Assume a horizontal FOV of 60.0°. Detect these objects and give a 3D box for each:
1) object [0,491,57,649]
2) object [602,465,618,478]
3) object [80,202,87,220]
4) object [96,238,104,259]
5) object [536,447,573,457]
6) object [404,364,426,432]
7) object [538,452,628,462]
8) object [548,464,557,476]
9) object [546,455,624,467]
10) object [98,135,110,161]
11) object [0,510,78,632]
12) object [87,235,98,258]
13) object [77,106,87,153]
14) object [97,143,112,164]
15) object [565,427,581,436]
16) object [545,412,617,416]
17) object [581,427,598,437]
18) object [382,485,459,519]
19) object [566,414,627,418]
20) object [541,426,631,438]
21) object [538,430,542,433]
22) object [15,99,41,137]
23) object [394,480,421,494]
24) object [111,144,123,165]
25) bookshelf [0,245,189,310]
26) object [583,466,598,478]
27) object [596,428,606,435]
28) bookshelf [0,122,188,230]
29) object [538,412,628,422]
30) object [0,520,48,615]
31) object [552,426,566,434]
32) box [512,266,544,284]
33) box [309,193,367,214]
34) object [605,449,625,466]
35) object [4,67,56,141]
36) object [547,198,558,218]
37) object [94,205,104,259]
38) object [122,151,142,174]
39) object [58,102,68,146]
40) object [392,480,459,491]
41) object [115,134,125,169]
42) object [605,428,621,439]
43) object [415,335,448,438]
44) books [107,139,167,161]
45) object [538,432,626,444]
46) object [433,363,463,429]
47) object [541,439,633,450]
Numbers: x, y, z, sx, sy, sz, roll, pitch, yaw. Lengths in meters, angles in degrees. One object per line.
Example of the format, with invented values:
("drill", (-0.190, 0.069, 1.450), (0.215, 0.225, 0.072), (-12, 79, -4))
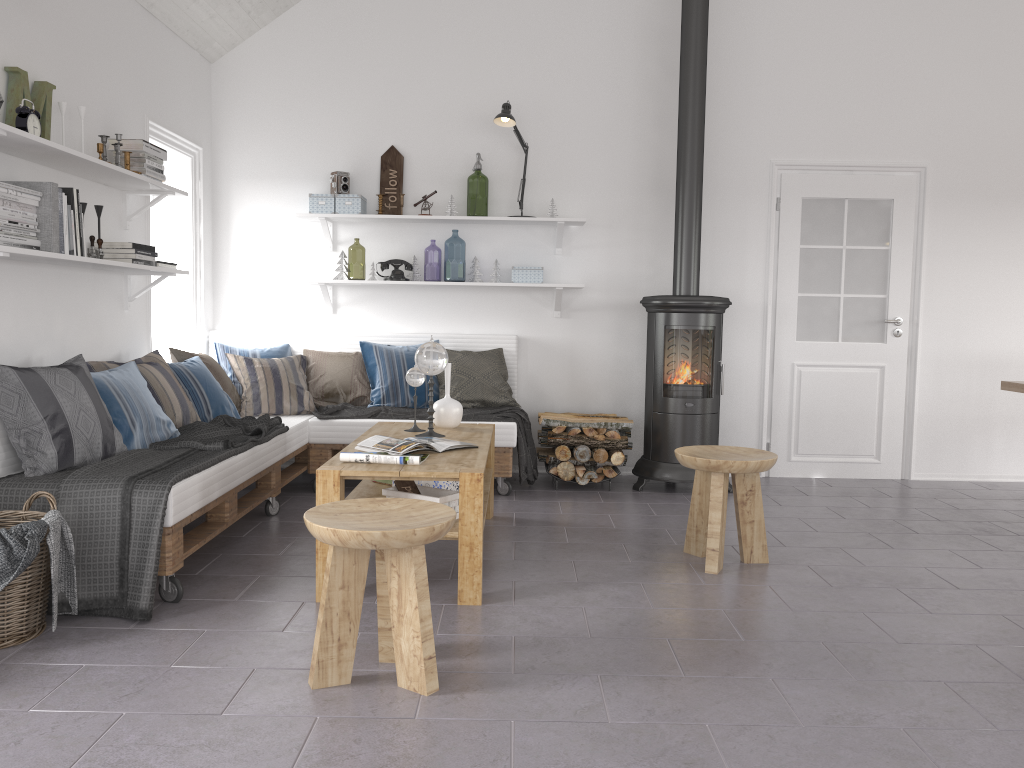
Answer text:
("object", (-1.654, 0.588, 2.813), (0.393, 0.432, 0.393), (0, 5, -13))
("object", (0.591, 0.522, 5.559), (0.096, 0.060, 0.467), (1, 4, 0))
("object", (-1.895, -0.669, 3.916), (0.085, 0.259, 0.085), (-2, 5, -31))
("object", (-1.798, -0.584, 3.871), (0.032, 0.102, 0.058), (1, 4, -5))
("object", (0.440, 0.453, 5.726), (0.569, 0.078, 0.115), (1, 4, 1))
("object", (-0.465, 0.062, 4.272), (0.109, 0.329, 0.109), (-2, 5, -31))
("object", (0.446, 0.459, 5.619), (0.562, 0.063, 0.095), (1, 4, 1))
("object", (0.249, 0.503, 5.612), (0.052, 0.056, 0.561), (1, 4, 0))
("object", (0.444, 0.473, 5.431), (0.468, 0.069, 0.095), (1, 4, 0))
("object", (-1.804, -1.029, 3.925), (0.055, 0.153, 0.055), (-1, 5, -22))
("object", (-1.611, 0.600, 2.820), (0.349, 0.356, 0.290), (1, 4, -6))
("object", (-1.846, -0.595, 3.901), (0.032, 0.117, 0.058), (2, 4, 11))
("object", (-1.874, -1.078, 3.870), (0.084, 0.256, 0.084), (-2, 5, -31))
("object", (-1.756, -0.983, 3.784), (0.088, 0.085, 0.088), (3, 5, 23))
("object", (0.379, 0.267, 5.541), (0.098, 0.060, 0.467), (1, 4, 3))
("object", (0.443, 0.214, 5.682), (0.467, 0.063, 0.095), (1, 4, 0))
("object", (0.469, 0.268, 5.541), (0.096, 0.068, 0.467), (1, 4, 0))
("object", (-0.345, 0.461, 3.425), (0.281, 0.102, 0.155), (4, 5, 33))
("object", (0.451, 0.220, 5.598), (0.541, 0.070, 0.101), (1, 4, 1))
("object", (0.467, 0.299, 5.600), (0.562, 0.057, 0.097), (1, 4, 0))
("object", (0.432, 0.337, 5.622), (0.539, 0.070, 0.101), (1, 4, 1))
("object", (-1.827, -0.990, 3.349), (0.050, 0.165, 0.120), (1, 4, 0))
("object", (-0.394, 0.436, 3.467), (0.090, 0.139, 0.182), (-2, 5, -35))
("object", (-1.835, -1.044, 4.124), (0.055, 0.153, 0.055), (-2, 5, -32))
("bookshelf", (-1.852, -0.425, 3.802), (0.269, 0.212, 1.820), (1, 4, 0))
("object", (0.472, 0.512, 5.561), (0.097, 0.056, 0.562), (1, 4, 0))
("object", (0.542, 0.271, 5.528), (0.044, 0.034, 0.425), (1, 4, 0))
("bookshelf", (-1.845, -0.835, 3.771), (0.269, 0.212, 1.820), (1, 4, 0))
("object", (0.442, 0.224, 5.494), (0.562, 0.074, 0.095), (1, 4, 1))
("object", (-1.605, 0.588, 2.761), (0.303, 0.332, 0.367), (-3, 6, -44))
("object", (0.295, 0.264, 5.536), (0.098, 0.061, 0.467), (1, 4, 1))
("box", (0.099, -0.698, 5.718), (0.202, 0.110, 0.137), (1, 4, 0))
("box", (-1.118, -1.143, 5.720), (0.332, 0.131, 0.242), (1, 4, 0))
("object", (0.634, 0.407, 5.567), (0.118, 0.142, 0.520), (1, 4, 4))
("object", (-1.938, -1.081, 3.560), (0.052, 0.311, 0.330), (1, 4, 0))
("object", (0.259, -1.121, 5.680), (0.073, 0.142, 0.072), (4, 5, 33))
("object", (-1.866, -0.675, 4.010), (0.085, 0.259, 0.085), (-2, 5, -31))
("object", (-1.762, -1.012, 4.062), (0.124, 0.100, 0.124), (3, 5, 23))
("object", (-1.921, -1.073, 3.797), (0.084, 0.256, 0.084), (-2, 5, -31))
("object", (-0.354, 0.411, 3.742), (0.302, 0.161, 0.302), (1, 4, -4))
("object", (-1.756, -1.034, 3.963), (0.066, 0.160, 0.066), (0, 5, -13))
("object", (0.612, 0.273, 5.537), (0.098, 0.088, 0.466), (1, 4, 1))
("object", (-0.373, 0.008, 4.091), (0.155, 0.468, 0.155), (-1, 5, -21))
("books", (-1.849, -1.156, 4.386), (0.176, 0.053, 0.290), (1, 4, 0))
("object", (0.432, 0.330, 5.493), (0.538, 0.082, 0.099), (1, 4, 0))
("object", (-0.320, 0.059, 4.397), (0.155, 0.325, 0.155), (-1, 5, -29))
("object", (0.457, 0.369, 5.467), (0.562, 0.063, 0.095), (1, 4, 1))
